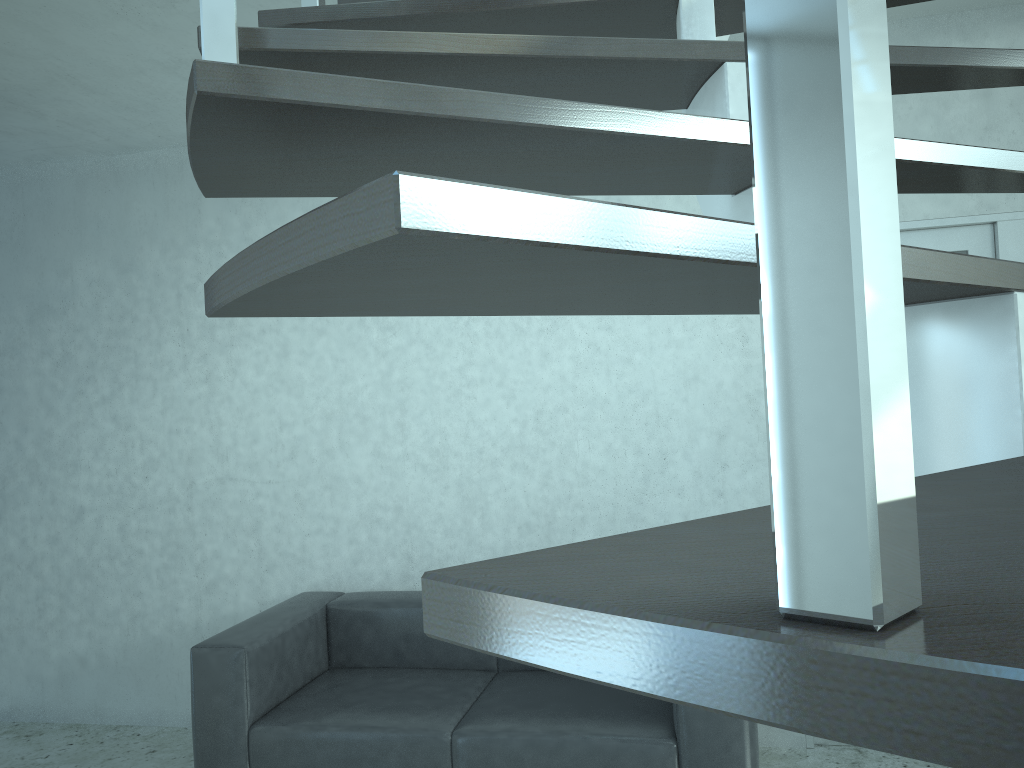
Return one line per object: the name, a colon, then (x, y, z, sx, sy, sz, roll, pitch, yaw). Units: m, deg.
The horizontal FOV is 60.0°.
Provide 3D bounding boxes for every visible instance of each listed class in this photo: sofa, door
sofa: (-0.107, 1.216, 3.449, 2.025, 0.652, 0.943, -3, -1, 13)
door: (2.571, 0.031, 3.864, 2.576, 3.200, 1.162, -2, -1, -30)

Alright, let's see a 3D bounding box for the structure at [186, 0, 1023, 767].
structure: (1.025, -0.608, 1.770, 2.655, 4.156, 3.780, -3, -1, 13)
